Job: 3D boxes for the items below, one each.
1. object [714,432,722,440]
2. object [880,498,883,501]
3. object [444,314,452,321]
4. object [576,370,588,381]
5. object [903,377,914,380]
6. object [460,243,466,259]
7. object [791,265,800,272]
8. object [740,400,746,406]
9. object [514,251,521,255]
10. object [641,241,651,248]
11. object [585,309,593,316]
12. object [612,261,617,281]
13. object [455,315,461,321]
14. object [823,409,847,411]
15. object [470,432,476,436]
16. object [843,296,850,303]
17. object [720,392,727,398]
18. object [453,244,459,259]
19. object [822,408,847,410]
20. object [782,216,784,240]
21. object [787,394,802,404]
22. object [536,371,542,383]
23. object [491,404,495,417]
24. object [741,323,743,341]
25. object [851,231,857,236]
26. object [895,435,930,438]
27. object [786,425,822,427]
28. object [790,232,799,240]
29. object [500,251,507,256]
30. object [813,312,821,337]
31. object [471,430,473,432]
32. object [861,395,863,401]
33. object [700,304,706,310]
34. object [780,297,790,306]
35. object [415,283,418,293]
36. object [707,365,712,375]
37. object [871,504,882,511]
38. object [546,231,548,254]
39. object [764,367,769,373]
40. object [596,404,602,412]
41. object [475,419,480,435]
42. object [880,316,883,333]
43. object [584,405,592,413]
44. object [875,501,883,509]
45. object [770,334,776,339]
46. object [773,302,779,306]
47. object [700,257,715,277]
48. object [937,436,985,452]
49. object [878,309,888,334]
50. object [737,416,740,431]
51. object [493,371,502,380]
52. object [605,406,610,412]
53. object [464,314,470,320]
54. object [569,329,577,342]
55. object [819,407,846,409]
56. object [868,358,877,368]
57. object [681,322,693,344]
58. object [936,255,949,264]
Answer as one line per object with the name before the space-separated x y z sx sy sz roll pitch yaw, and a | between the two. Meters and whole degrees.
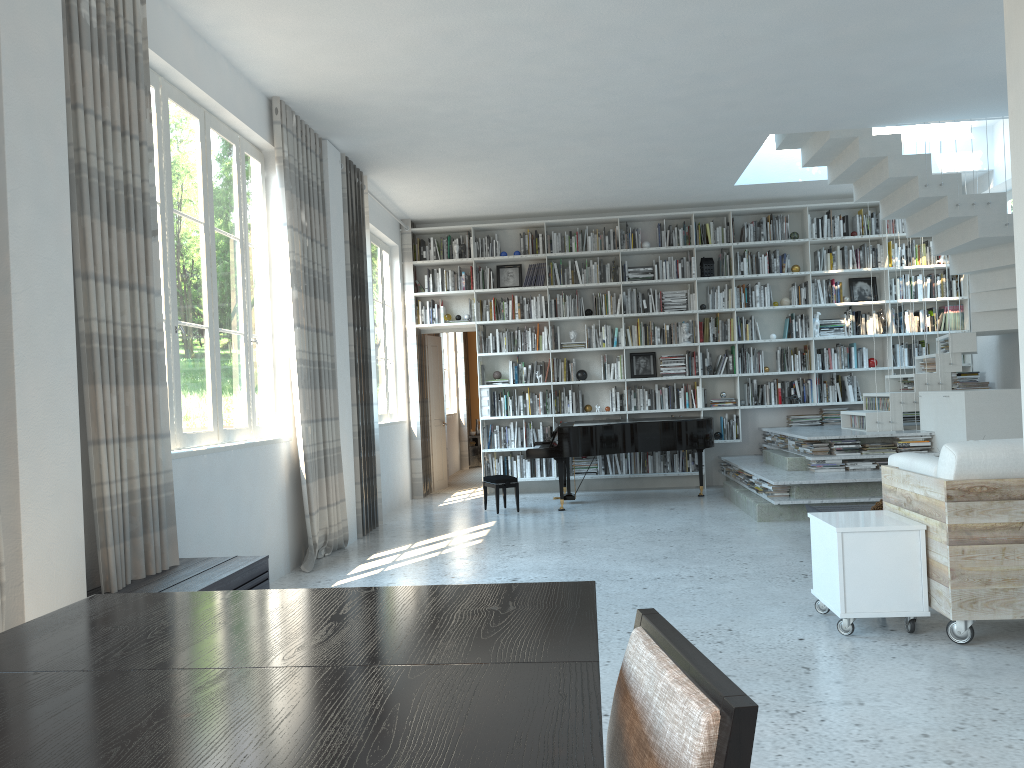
object | 2.336 0.589 10.057 0.093 0.095 0.093 -2 -1 -36
object | 2.621 0.849 6.231 0.090 0.106 0.097 -3 -1 26
object | -0.749 -0.779 10.370 0.087 0.088 0.087 -2 -1 -36
object | 0.810 -0.100 10.282 0.134 0.135 0.133 -2 -1 -36
object | 4.087 -0.060 9.021 0.161 0.025 0.174 -3 -1 9
object | -0.561 -1.530 10.273 0.067 0.198 0.067 -2 0 -43
object | 3.202 -1.296 10.010 0.100 0.102 0.100 -2 -1 -17
object | 2.633 0.215 10.126 0.071 0.072 0.071 -2 -1 -36
object | 0.061 -1.511 10.332 0.082 0.083 0.082 -2 -1 -17
object | 1.540 -1.589 10.197 0.105 0.106 0.104 -2 -1 -17
object | 0.887 -0.822 10.256 0.097 0.098 0.097 -2 -1 -36
object | 1.173 -1.281 10.130 0.075 0.255 0.075 -2 0 -16
object | -0.629 -0.776 10.408 0.071 0.072 0.071 -2 -1 -17
object | 3.649 0.292 10.069 0.254 0.006 0.161 -3 -1 5
object | -0.649 0.817 14.589 0.118 0.061 0.118 -3 -1 12
object | 3.766 -0.950 10.017 0.091 0.092 0.091 -2 -1 -36
object | 2.399 0.123 10.066 0.071 0.072 0.071 -2 -1 -36
object | -0.642 -1.526 10.280 0.067 0.198 0.067 -2 0 -43
object | 3.648 0.281 10.067 0.254 0.006 0.161 -3 -1 6
object | 3.076 -1.755 10.113 0.006 0.298 0.129 -3 0 5
object | 3.165 0.170 9.933 0.160 0.114 0.064 -2 0 -8
object | 0.311 -0.081 10.185 0.081 0.140 0.044 -2 0 -11
object | -0.226 0.308 10.251 0.045 0.146 0.045 -3 0 43
object | 2.620 -0.586 10.149 0.013 0.208 0.140 -3 0 5
object | 3.838 -1.678 9.949 0.071 0.072 0.071 -2 -1 -36
object | 3.590 0.460 7.996 0.284 0.030 0.177 -3 -1 5
object | 3.320 0.476 10.085 0.345 0.007 0.193 -3 -1 0
object | 3.185 -1.665 10.005 0.104 0.105 0.104 -2 -1 -36
object | -0.096 -1.504 10.345 0.082 0.083 0.082 -2 -1 -17
object | 3.409 -0.662 9.916 0.087 0.288 0.075 -3 0 40
object | -0.703 0.800 14.708 0.106 0.103 0.106 -3 -1 12
object | 3.973 0.155 10.028 0.071 0.072 0.071 -2 -1 -36
object | 2.172 -0.873 10.084 0.071 0.072 0.071 -2 -1 -36
object | 3.113 -0.929 10.100 0.111 0.113 0.111 -2 -1 -17
object | -1.142 -1.195 10.454 0.035 0.295 0.176 -3 0 5
object | 2.238 -0.156 10.019 0.054 0.113 0.079 -3 0 3
object | 2.510 0.874 6.118 0.082 0.085 0.082 -3 -1 19
object | 0.413 -1.628 10.340 0.012 0.285 0.159 -3 0 5
object | 2.897 -0.163 10.108 0.071 0.072 0.071 -2 -1 -36
object | 0.998 0.278 10.211 0.060 0.095 0.078 -3 0 22
object | -0.569 0.711 14.681 0.091 0.268 0.091 -2 0 -39
object | 4.154 -0.658 10.011 0.022 0.211 0.179 -3 0 5
object | 0.884 0.284 10.287 0.091 0.092 0.091 -2 -1 -17
object | 2.567 0.864 6.168 0.110 0.101 0.114 -2 -1 -13
object | 2.964 -0.535 10.067 0.071 0.072 0.071 -2 -1 -36
object | 2.997 -0.903 10.086 0.068 0.068 0.068 -2 -1 -17
object | 2.225 -1.325 10.108 0.135 0.248 0.135 -2 0 -5
object | 2.960 0.610 5.884 0.309 0.522 0.435 -3 -1 35
object | 4.139 -0.695 9.873 0.087 0.288 0.075 -3 0 40
object | 2.573 0.496 10.071 0.011 0.260 0.142 -3 0 5
object | -0.172 -0.100 10.366 0.105 0.106 0.105 -2 -1 -17
object | 1.105 0.289 10.226 0.061 0.062 0.061 -2 -1 -36
object | -0.526 -0.781 10.379 0.071 0.072 0.071 -2 -1 -17
object | 0.709 -0.559 10.311 0.095 0.157 0.121 -3 0 19
object | 3.647 0.276 10.058 0.285 0.005 0.159 -3 -1 10
object | 4.059 -0.237 9.997 0.115 0.116 0.115 -2 -1 -17
object | 1.977 -0.576 10.065 0.137 0.244 0.138 -2 0 -30
object | 4.812 -1.388 9.829 0.203 0.137 0.095 -3 0 21
